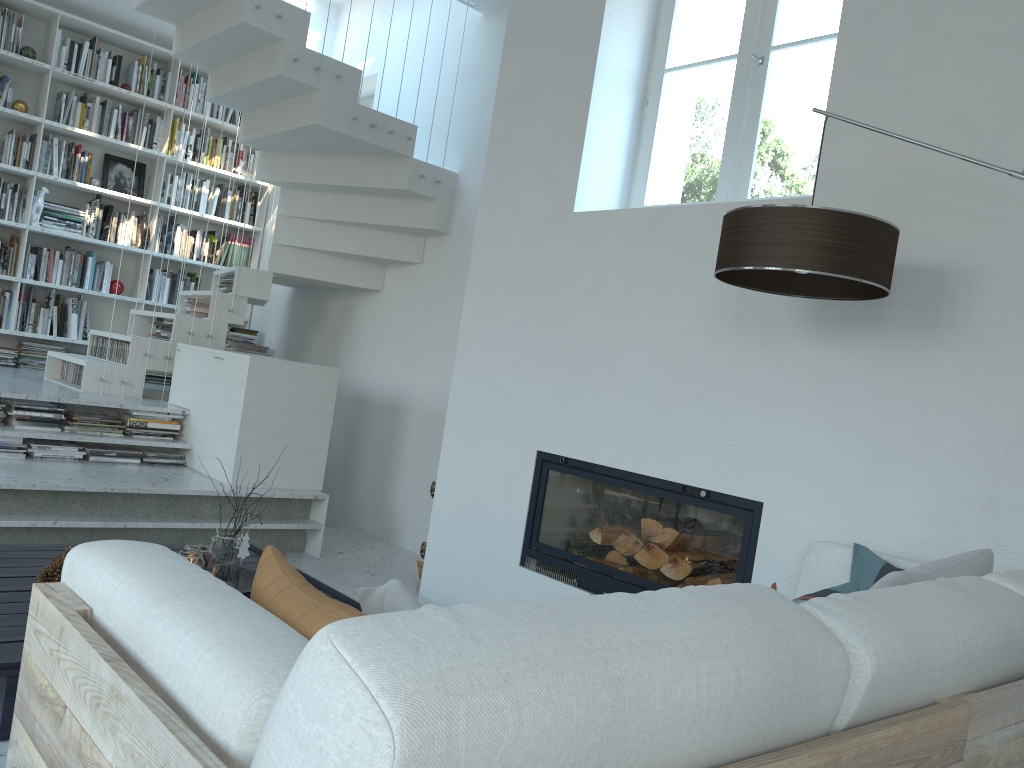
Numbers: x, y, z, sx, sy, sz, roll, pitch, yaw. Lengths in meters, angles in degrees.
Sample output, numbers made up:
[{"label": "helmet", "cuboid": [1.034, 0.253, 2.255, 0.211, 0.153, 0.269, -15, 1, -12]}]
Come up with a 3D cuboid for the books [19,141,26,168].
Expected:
[{"label": "books", "cuboid": [-3.435, -1.583, 6.190, 0.013, 0.202, 0.173, 8, 1, -41]}]

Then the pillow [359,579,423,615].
[{"label": "pillow", "cuboid": [-0.085, 0.492, 1.185, 0.482, 0.355, 0.237, 9, 0, 44]}]

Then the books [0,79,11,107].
[{"label": "books", "cuboid": [-3.495, -1.971, 6.075, 0.048, 0.216, 0.182, 8, 1, -41]}]

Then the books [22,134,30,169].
[{"label": "books", "cuboid": [-3.414, -1.608, 6.192, 0.016, 0.257, 0.175, 8, 1, -41]}]

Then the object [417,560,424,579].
[{"label": "object", "cuboid": [-0.206, 0.989, 4.393, 0.641, 0.108, 0.134, 9, 0, 37]}]

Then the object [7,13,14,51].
[{"label": "object", "cuboid": [-3.451, -2.377, 6.070, 0.006, 0.298, 0.129, 8, 1, -41]}]

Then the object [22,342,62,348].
[{"label": "object", "cuboid": [-3.406, -0.285, 6.415, 0.254, 0.006, 0.160, 9, 0, -40]}]

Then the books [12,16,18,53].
[{"label": "books", "cuboid": [-3.424, -2.363, 6.069, 0.008, 0.278, 0.180, 8, 1, -41]}]

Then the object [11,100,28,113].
[{"label": "object", "cuboid": [-3.377, -1.894, 6.082, 0.100, 0.102, 0.100, 9, 0, 26]}]

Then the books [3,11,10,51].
[{"label": "books", "cuboid": [-3.464, -2.380, 6.055, 0.019, 0.299, 0.137, 8, 1, -41]}]

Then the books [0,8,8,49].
[{"label": "books", "cuboid": [-3.475, -2.385, 6.029, 0.008, 0.307, 0.182, 8, 1, -41]}]

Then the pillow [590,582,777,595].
[{"label": "pillow", "cuboid": [0.226, 0.465, 1.331, 0.489, 0.350, 0.196, 9, 0, -44]}]

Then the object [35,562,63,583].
[{"label": "object", "cuboid": [-1.485, 0.618, 2.849, 0.082, 0.085, 0.082, 9, 0, -27]}]

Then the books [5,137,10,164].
[{"label": "books", "cuboid": [-3.508, -1.596, 6.135, 0.005, 0.205, 0.153, 8, 1, -41]}]

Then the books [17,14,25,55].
[{"label": "books", "cuboid": [-3.397, -2.373, 6.098, 0.006, 0.306, 0.163, 8, 1, -41]}]

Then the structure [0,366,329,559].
[{"label": "structure", "cuboid": [-2.536, 0.367, 5.368, 2.902, 0.659, 3.109, 9, 0, -41]}]

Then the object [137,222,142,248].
[{"label": "object", "cuboid": [-2.850, -1.125, 6.758, 0.022, 0.211, 0.178, 8, 1, -41]}]

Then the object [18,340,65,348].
[{"label": "object", "cuboid": [-3.399, -0.289, 6.408, 0.285, 0.005, 0.159, 9, 0, -36]}]

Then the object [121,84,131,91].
[{"label": "object", "cuboid": [-2.832, -2.167, 6.506, 0.071, 0.072, 0.071, 9, 0, 7]}]

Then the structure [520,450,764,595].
[{"label": "structure", "cuboid": [0.694, 0.665, 3.563, 0.735, 0.584, 1.209, 9, 0, -45]}]

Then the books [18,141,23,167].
[{"label": "books", "cuboid": [-3.452, -1.588, 6.191, 0.012, 0.206, 0.137, 8, 1, -41]}]

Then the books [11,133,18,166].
[{"label": "books", "cuboid": [-3.476, -1.611, 6.158, 0.016, 0.244, 0.151, 8, 1, -41]}]

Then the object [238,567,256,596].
[{"label": "object", "cuboid": [-1.065, 0.686, 3.077, 0.429, 0.038, 0.429, 9, 0, -1]}]

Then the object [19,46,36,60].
[{"label": "object", "cuboid": [-3.317, -2.258, 6.073, 0.104, 0.105, 0.104, 9, 0, 7]}]

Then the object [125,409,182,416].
[{"label": "object", "cuboid": [-2.009, 0.139, 4.936, 0.284, 0.030, 0.176, 9, 0, -41]}]

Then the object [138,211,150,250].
[{"label": "object", "cuboid": [-2.756, -1.146, 6.653, 0.087, 0.288, 0.075, 9, 1, -6]}]

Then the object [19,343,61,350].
[{"label": "object", "cuboid": [-3.410, -0.269, 6.417, 0.254, 0.006, 0.160, 9, 0, -41]}]

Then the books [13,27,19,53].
[{"label": "books", "cuboid": [-3.428, -2.331, 6.088, 0.018, 0.214, 0.157, 8, 1, -41]}]

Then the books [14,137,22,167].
[{"label": "books", "cuboid": [-3.458, -1.600, 6.177, 0.016, 0.228, 0.160, 8, 1, -41]}]

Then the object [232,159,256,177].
[{"label": "object", "cuboid": [-2.140, -1.721, 7.121, 0.204, 0.137, 0.095, 9, 0, -25]}]

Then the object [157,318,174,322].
[{"label": "object", "cuboid": [-2.304, -0.424, 6.014, 0.161, 0.025, 0.174, 9, 0, -37]}]

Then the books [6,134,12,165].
[{"label": "books", "cuboid": [-3.499, -1.608, 6.139, 0.012, 0.232, 0.154, 8, 1, -41]}]

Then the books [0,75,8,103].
[{"label": "books", "cuboid": [-3.504, -1.982, 6.053, 0.054, 0.235, 0.171, 8, 1, -41]}]

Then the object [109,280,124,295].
[{"label": "object", "cuboid": [-2.983, -0.724, 6.672, 0.115, 0.116, 0.115, 9, 0, 26]}]

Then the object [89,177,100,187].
[{"label": "object", "cuboid": [-3.064, -1.470, 6.488, 0.091, 0.092, 0.091, 9, 0, 7]}]

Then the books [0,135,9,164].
[{"label": "books", "cuboid": [-3.517, -1.605, 6.131, 0.015, 0.220, 0.139, 8, 1, -41]}]

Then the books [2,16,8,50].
[{"label": "books", "cuboid": [-3.475, -2.361, 6.041, 0.014, 0.258, 0.149, 8, 1, -41]}]

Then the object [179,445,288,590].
[{"label": "object", "cuboid": [-0.965, 0.455, 3.017, 0.309, 0.522, 0.435, 9, 0, -11]}]

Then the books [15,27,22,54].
[{"label": "books", "cuboid": [-3.411, -2.326, 6.091, 0.014, 0.209, 0.188, 8, 1, -41]}]

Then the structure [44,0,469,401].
[{"label": "structure", "cuboid": [-1.926, -1.254, 5.153, 2.616, 3.382, 1.952, 8, 1, -41]}]

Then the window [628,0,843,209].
[{"label": "window", "cuboid": [0.947, -1.244, 3.539, 0.072, 1.226, 1.116, 8, 1, -41]}]

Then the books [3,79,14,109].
[{"label": "books", "cuboid": [-3.478, -1.975, 6.113, 0.026, 0.229, 0.140, 8, 1, -41]}]

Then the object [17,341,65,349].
[{"label": "object", "cuboid": [-3.409, -0.280, 6.417, 0.285, 0.005, 0.159, 9, 0, -41]}]

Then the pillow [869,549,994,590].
[{"label": "pillow", "cuboid": [0.827, 0.539, 1.890, 0.239, 0.407, 0.595, 9, 0, 44]}]

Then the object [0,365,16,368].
[{"label": "object", "cuboid": [-3.677, -0.145, 6.186, 0.193, 0.007, 0.346, 9, 0, 44]}]

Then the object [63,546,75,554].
[{"label": "object", "cuboid": [-1.486, 0.596, 3.008, 0.090, 0.106, 0.097, 9, 0, -20]}]

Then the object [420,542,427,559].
[{"label": "object", "cuboid": [-0.272, 0.855, 4.278, 0.096, 0.094, 0.442, 8, 0, -44]}]

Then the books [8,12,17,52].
[{"label": "books", "cuboid": [-3.435, -2.374, 6.066, 0.013, 0.297, 0.188, 8, 1, -41]}]

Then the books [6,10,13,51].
[{"label": "books", "cuboid": [-3.464, -2.391, 6.076, 0.008, 0.321, 0.133, 8, 1, -41]}]

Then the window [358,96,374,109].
[{"label": "window", "cuboid": [-1.190, -1.571, 6.731, 0.042, 1.226, 1.116, 8, 1, -41]}]

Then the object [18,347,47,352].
[{"label": "object", "cuboid": [-3.416, -0.243, 6.415, 0.254, 0.006, 0.160, 9, 0, -41]}]

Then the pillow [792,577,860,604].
[{"label": "pillow", "cuboid": [0.508, 0.531, 1.658, 0.204, 0.322, 0.479, 9, 0, 30]}]

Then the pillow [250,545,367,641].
[{"label": "pillow", "cuboid": [-0.227, 0.409, 1.113, 0.462, 0.339, 0.200, 9, 0, 43]}]

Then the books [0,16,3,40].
[{"label": "books", "cuboid": [-3.497, -2.361, 6.025, 0.024, 0.252, 0.149, 8, 1, -41]}]

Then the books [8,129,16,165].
[{"label": "books", "cuboid": [-3.478, -1.623, 6.139, 0.015, 0.267, 0.164, 8, 1, -41]}]

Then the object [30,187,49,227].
[{"label": "object", "cuboid": [-3.287, -1.229, 6.155, 0.087, 0.288, 0.075, 9, 1, -6]}]

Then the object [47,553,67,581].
[{"label": "object", "cuboid": [-1.480, 0.611, 2.925, 0.114, 0.101, 0.110, 9, 0, 31]}]

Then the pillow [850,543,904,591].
[{"label": "pillow", "cuboid": [1.013, 0.601, 2.202, 0.176, 0.317, 0.437, 8, 0, -33]}]

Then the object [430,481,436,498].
[{"label": "object", "cuboid": [-0.221, 0.554, 4.277, 0.096, 0.094, 0.442, 8, 0, -45]}]

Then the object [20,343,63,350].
[{"label": "object", "cuboid": [-3.409, -0.274, 6.417, 0.254, 0.006, 0.160, 9, 0, -41]}]
